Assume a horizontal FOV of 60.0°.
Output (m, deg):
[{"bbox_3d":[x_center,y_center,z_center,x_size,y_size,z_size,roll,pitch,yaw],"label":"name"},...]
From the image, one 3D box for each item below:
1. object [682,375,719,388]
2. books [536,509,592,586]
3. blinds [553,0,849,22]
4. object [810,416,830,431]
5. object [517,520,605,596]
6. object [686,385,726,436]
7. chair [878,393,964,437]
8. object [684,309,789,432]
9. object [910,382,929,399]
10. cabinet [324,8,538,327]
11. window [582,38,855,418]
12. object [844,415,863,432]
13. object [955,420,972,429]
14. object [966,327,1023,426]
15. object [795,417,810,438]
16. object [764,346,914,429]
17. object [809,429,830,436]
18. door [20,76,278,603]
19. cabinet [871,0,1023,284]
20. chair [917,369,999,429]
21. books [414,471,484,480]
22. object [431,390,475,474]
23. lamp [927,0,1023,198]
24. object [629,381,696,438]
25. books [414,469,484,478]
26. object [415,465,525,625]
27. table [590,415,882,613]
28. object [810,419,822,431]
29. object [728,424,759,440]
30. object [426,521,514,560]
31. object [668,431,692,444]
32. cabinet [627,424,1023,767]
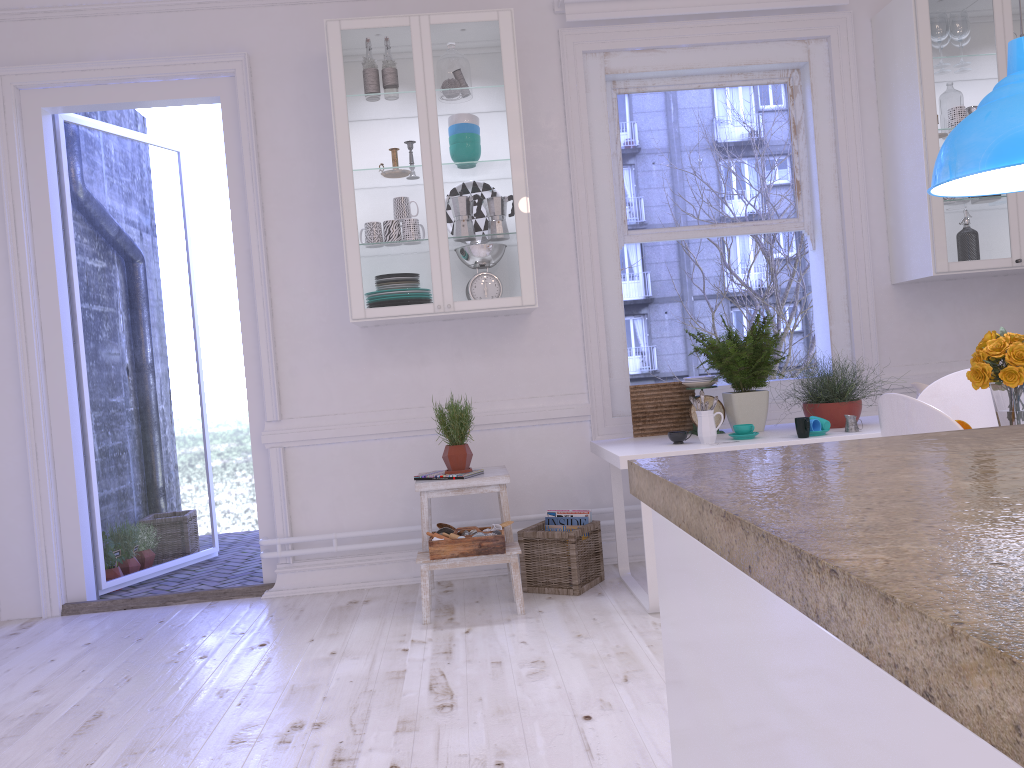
[{"bbox_3d":[0.836,-0.010,3.935,0.163,0.047,0.164,-6,1,-44],"label":"object"},{"bbox_3d":[0.223,0.725,3.922,0.221,0.306,0.205,-4,1,30],"label":"books"},{"bbox_3d":[0.930,-1.837,4.256,1.451,0.131,0.136,-5,1,-3],"label":"blinds"},{"bbox_3d":[1.194,0.155,3.464,0.069,0.059,0.082,-5,1,-26],"label":"object"},{"bbox_3d":[0.219,0.759,3.912,0.276,0.270,0.276,-4,1,30],"label":"object"},{"bbox_3d":[0.852,0.116,3.927,0.159,0.208,0.185,-5,1,-3],"label":"object"},{"bbox_3d":[1.178,0.422,2.132,0.483,0.845,0.604,-5,1,-3],"label":"chair"},{"bbox_3d":[0.989,-0.056,3.818,0.438,0.527,0.368,-5,1,-3],"label":"object"},{"bbox_3d":[1.790,0.066,3.803,0.127,0.152,0.115,-5,1,-21],"label":"object"},{"bbox_3d":[-0.359,-0.957,4.036,0.823,1.311,0.425,-5,1,-3],"label":"cabinet"},{"bbox_3d":[1.019,-0.776,4.462,1.234,1.782,0.181,-5,1,-3],"label":"window"},{"bbox_3d":[1.332,0.153,3.465,0.066,0.067,0.052,-5,1,-3],"label":"object"},{"bbox_3d":[1.188,0.146,2.441,0.129,0.075,0.285,-4,1,33],"label":"object"},{"bbox_3d":[1.412,0.011,2.478,0.234,0.351,0.235,-6,1,-38],"label":"object"},{"bbox_3d":[1.110,0.168,3.387,0.055,0.077,0.070,-4,1,22],"label":"object"},{"bbox_3d":[1.358,0.013,3.745,0.668,0.367,0.531,-4,1,21],"label":"object"},{"bbox_3d":[1.176,0.189,3.455,0.121,0.021,0.121,-4,1,37],"label":"object"},{"bbox_3d":[-1.741,-0.200,4.732,1.009,2.474,1.021,-5,1,-3],"label":"door"},{"bbox_3d":[2.246,-1.179,4.194,0.823,1.311,0.425,-5,1,-3],"label":"cabinet"},{"bbox_3d":[1.522,0.378,2.947,0.604,0.845,0.483,-4,1,42],"label":"chair"},{"bbox_3d":[-0.270,0.394,3.820,0.246,0.011,0.180,-4,1,26],"label":"books"},{"bbox_3d":[-0.234,0.194,3.809,0.196,0.367,0.186,-4,1,41],"label":"object"},{"bbox_3d":[1.457,-1.580,2.602,0.568,1.948,0.568,-4,1,31],"label":"lamp"},{"bbox_3d":[0.689,0.113,4.024,0.294,0.237,0.028,-5,1,-3],"label":"object"},{"bbox_3d":[-0.271,0.385,3.820,0.246,0.007,0.180,-4,1,26],"label":"books"},{"bbox_3d":[-0.190,0.662,3.796,0.418,0.534,0.599,-5,1,-3],"label":"object"},{"bbox_3d":[1.154,0.508,3.712,1.514,0.619,0.736,-5,1,-3],"label":"table"},{"bbox_3d":[1.159,0.164,3.450,0.069,0.058,0.080,-5,1,-31],"label":"object"},{"bbox_3d":[0.927,0.191,3.548,0.121,0.055,0.121,-4,1,37],"label":"object"},{"bbox_3d":[-0.165,0.623,3.590,0.358,0.110,0.211,-5,1,-1],"label":"object"},{"bbox_3d":[0.669,0.216,3.565,0.079,0.048,0.082,-6,1,-44],"label":"object"},{"bbox_3d":[0.550,0.501,0.630,0.654,0.842,1.167,-5,1,-3],"label":"cabinet"}]
